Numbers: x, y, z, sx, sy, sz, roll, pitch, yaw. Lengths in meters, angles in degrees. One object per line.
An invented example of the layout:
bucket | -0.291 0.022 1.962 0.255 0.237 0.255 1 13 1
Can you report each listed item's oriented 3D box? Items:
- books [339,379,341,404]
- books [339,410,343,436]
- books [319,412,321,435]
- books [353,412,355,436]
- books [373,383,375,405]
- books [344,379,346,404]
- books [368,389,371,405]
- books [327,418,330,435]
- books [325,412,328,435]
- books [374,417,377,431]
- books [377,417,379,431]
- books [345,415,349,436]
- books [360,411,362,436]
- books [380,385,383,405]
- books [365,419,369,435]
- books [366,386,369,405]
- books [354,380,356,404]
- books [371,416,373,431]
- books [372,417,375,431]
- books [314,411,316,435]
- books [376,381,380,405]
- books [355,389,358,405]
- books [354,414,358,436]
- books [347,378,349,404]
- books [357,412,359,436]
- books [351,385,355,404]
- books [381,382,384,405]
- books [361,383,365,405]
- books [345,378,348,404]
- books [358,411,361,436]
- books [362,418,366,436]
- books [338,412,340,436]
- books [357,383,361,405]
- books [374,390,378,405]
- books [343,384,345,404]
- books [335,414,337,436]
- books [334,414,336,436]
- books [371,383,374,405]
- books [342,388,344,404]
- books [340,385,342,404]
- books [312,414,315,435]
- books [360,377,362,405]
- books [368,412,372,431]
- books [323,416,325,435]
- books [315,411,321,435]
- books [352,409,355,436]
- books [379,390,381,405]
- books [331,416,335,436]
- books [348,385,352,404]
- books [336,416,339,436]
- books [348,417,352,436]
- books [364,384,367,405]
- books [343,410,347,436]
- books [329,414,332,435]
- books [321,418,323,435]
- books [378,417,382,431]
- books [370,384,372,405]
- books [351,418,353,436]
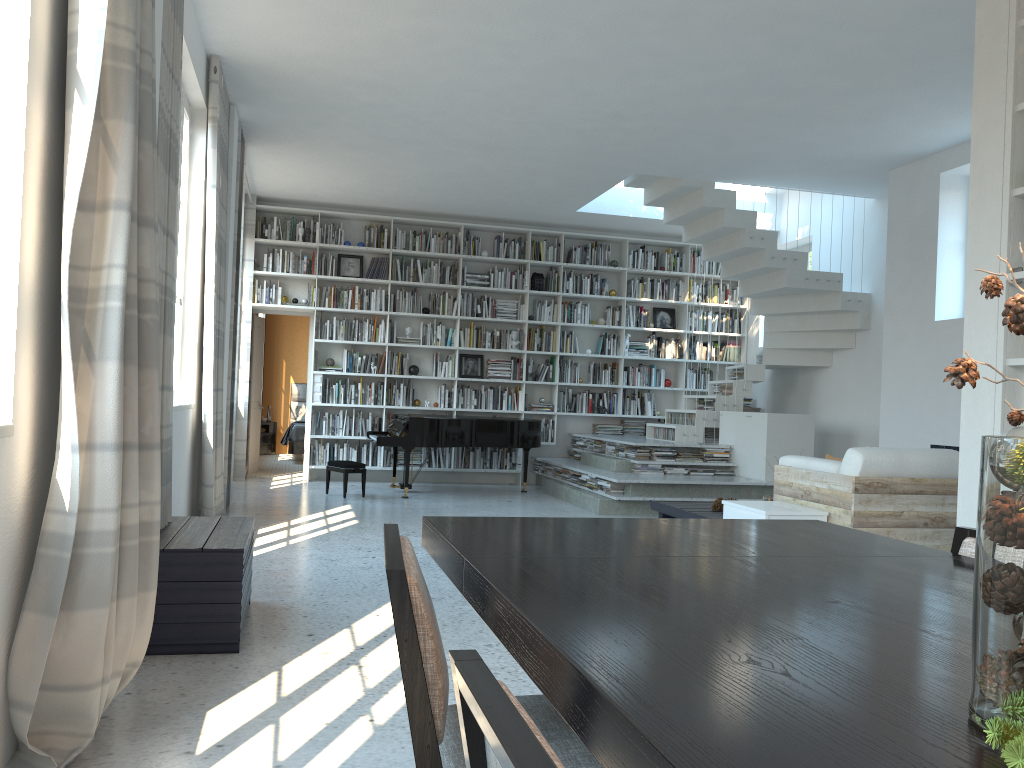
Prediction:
books | -2.024 0.090 10.436 0.007 0.286 0.182 2 -1 -14
books | -2.023 0.458 10.465 0.027 0.299 0.142 2 -1 -14
books | -2.250 0.460 10.411 0.010 0.273 0.150 2 -1 -14
books | -1.869 0.467 10.488 0.012 0.295 0.176 2 -1 -14
books | -1.649 0.121 10.552 0.013 0.260 0.142 2 -1 -14
books | -1.979 0.087 10.487 0.009 0.299 0.141 2 -1 -14
books | -1.699 0.152 10.543 0.023 0.194 0.140 2 -1 -14
books | -2.161 0.501 10.439 0.025 0.200 0.137 2 -1 -14
books | -2.182 0.467 10.412 0.029 0.266 0.171 2 -1 -14
books | -1.624 0.511 10.529 0.023 0.228 0.190 2 -1 -14
books | -1.609 0.509 10.570 0.026 0.236 0.140 2 -1 -14
books | -1.948 0.492 10.487 0.031 0.239 0.132 2 -1 -14
books | -1.796 0.467 10.510 0.013 0.301 0.172 2 -1 -14
books | -1.559 0.135 10.560 0.010 0.240 0.174 2 -1 -14
books | -1.725 0.520 10.548 0.030 0.203 0.142 2 -1 -14
books | -1.721 0.133 10.535 0.025 0.229 0.153 2 -1 -14
books | -1.863 0.100 10.490 0.014 0.282 0.150 2 -1 -14
books | -1.672 0.503 10.525 0.011 0.239 0.174 2 -1 -14
books | -1.660 0.511 10.564 0.030 0.227 0.140 2 -1 -14
books | -2.304 0.456 10.368 0.011 0.277 0.189 2 -1 -14
books | -1.591 0.110 10.546 0.014 0.286 0.179 2 -1 -14
books | -1.842 0.151 10.486 0.029 0.181 0.190 2 -1 -14
books | -1.854 0.488 10.511 0.029 0.254 0.153 2 -1 -14
books | -1.944 0.084 10.470 0.012 0.306 0.189 2 -1 -14
books | -1.834 0.474 10.518 0.013 0.284 0.139 2 -1 -14
books | -1.884 0.125 10.486 0.027 0.230 0.159 2 -1 -14
books | -1.547 0.116 10.586 0.024 0.280 0.136 2 -1 -14
books | -1.769 0.115 10.503 0.028 0.260 0.181 2 -1 -14
books | -1.957 0.086 10.455 0.019 0.300 0.180 2 -1 -14
books | -1.814 0.472 10.511 0.022 0.290 0.137 2 -1 -14
books | -1.763 0.511 10.520 0.059 0.216 0.177 2 -1 -14
books | -2.044 0.470 10.467 0.013 0.273 0.146 2 -1 -14
books | -1.816 0.116 10.503 0.026 0.254 0.176 2 -1 -14
books | -1.625 0.161 10.558 0.041 0.181 0.141 2 -1 -14
books | -1.992 0.120 10.482 0.016 0.230 0.136 2 -1 -14
books | -2.075 0.478 10.426 0.010 0.252 0.177 2 -1 -14
books | -2.088 0.476 10.428 0.013 0.257 0.189 2 -1 -14
books | -1.661 0.117 10.530 0.021 0.265 0.185 2 -1 -14
books | -2.000 0.140 10.444 0.016 0.189 0.183 2 -1 -14
books | -2.016 0.124 10.445 0.015 0.219 0.190 2 -1 -14
books | -2.327 0.474 10.379 0.029 0.239 0.154 2 -1 -14
books | -1.794 0.083 10.506 0.021 0.323 0.172 2 -1 -14
books | -1.694 0.479 10.547 0.025 0.288 0.130 2 -1 -14
books | -2.206 0.488 10.400 0.022 0.220 0.187 2 -1 -14
books | -2.275 0.454 10.384 0.052 0.283 0.172 2 -1 -14
books | -1.879 0.451 10.477 0.014 0.325 0.170 2 -1 -14
books | -1.583 0.161 10.582 0.023 0.187 0.130 2 -1 -14
books | -2.107 0.492 10.421 0.028 0.223 0.189 2 -1 -14
books | -1.923 0.124 10.494 0.045 0.230 0.138 2 -1 -14
books | -2.061 0.491 10.444 0.028 0.229 0.157 2 -1 -14
books | -1.919 0.500 10.490 0.028 0.225 0.134 2 -1 -14
books | -1.743 0.122 10.514 0.028 0.249 0.159 2 -1 -14
books | -1.975 0.456 10.458 0.039 0.307 0.172 2 -1 -14
books | -2.139 0.478 10.448 0.022 0.248 0.133 2 -1 -14
books | -2.235 0.499 10.415 0.024 0.198 0.148 2 -1 -14
books | -1.580 0.512 10.567 0.030 0.230 0.151 2 -1 -14
books | -1.681 0.127 10.543 0.010 0.246 0.160 2 -1 -14
books | -1.899 0.509 10.494 0.013 0.209 0.154 2 -1 -14
